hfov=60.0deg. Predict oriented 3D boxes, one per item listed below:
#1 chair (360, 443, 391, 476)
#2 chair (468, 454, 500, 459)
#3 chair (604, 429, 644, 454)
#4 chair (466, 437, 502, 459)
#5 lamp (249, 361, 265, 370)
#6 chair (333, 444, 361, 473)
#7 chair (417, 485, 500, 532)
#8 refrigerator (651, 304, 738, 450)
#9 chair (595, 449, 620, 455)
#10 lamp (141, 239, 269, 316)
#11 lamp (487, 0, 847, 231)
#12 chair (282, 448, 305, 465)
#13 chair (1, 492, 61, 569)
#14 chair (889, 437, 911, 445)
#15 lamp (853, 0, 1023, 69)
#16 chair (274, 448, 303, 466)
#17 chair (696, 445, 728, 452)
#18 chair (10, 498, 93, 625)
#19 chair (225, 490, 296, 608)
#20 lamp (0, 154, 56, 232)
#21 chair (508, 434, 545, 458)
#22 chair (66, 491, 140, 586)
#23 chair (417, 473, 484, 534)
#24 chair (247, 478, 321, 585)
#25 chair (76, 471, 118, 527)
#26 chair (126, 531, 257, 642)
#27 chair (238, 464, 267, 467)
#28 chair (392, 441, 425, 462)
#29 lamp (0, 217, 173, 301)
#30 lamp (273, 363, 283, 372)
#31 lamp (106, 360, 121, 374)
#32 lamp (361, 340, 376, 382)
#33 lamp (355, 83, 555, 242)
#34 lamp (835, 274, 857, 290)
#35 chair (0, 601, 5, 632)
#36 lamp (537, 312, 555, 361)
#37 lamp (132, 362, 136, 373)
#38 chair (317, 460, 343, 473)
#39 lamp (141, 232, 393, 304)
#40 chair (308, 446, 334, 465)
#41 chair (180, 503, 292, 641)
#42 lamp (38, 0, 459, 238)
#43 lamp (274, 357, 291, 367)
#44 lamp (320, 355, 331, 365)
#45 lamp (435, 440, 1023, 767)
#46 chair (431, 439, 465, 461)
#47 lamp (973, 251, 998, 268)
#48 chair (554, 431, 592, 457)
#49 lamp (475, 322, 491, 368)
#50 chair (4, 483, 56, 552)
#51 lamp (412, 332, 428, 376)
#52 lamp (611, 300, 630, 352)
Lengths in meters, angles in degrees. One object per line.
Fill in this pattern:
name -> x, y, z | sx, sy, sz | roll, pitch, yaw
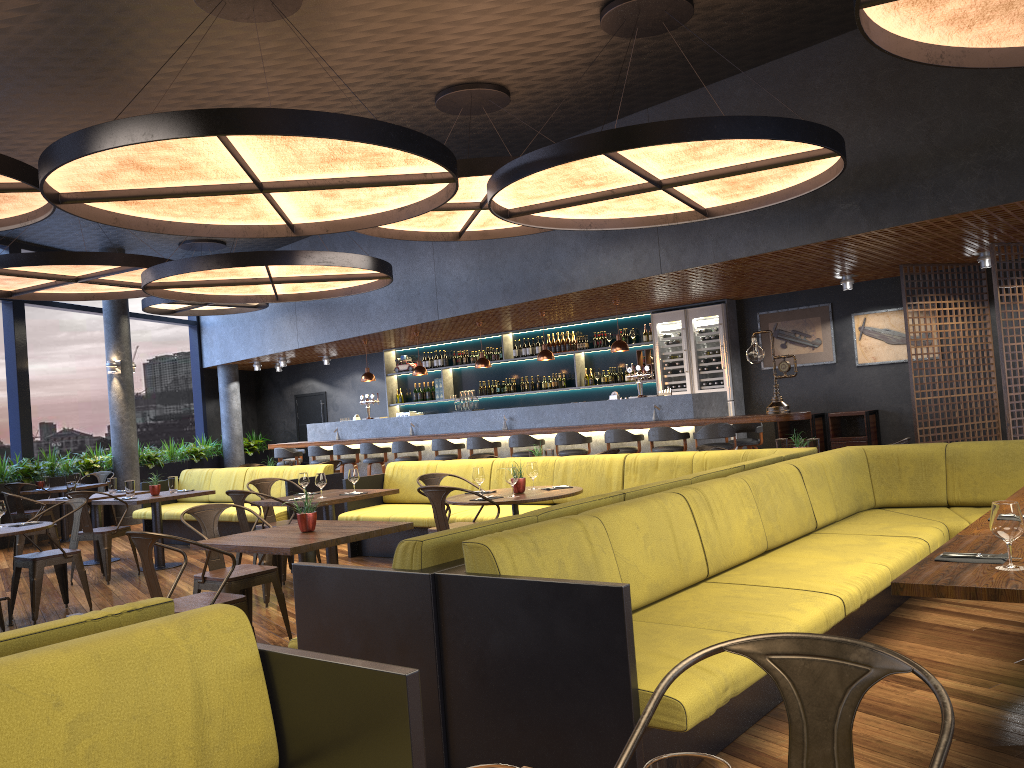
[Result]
chair -> -2.053, 1.404, 13.455 | 0.438, 1.048, 0.483 | -4, -2, -23
chair -> -0.157, 1.206, 9.517 | 0.541, 0.917, 0.504 | -6, -2, 38
chair -> 1.405, 1.058, 10.839 | 0.483, 1.048, 0.438 | -5, -2, 9
chair -> -0.373, 1.235, 12.156 | 0.438, 1.048, 0.483 | -4, -2, -23
lamp -> -5.017, -0.358, 17.474 | 0.228, 0.172, 0.228 | -6, -2, 38
chair -> -2.541, 1.456, 13.937 | 0.483, 1.048, 0.438 | -5, -2, 9
chair -> -0.327, 1.116, 6.014 | 0.504, 0.917, 0.541 | -6, -2, 38
refrigerator -> 2.706, -0.042, 12.947 | 1.159, 2.109, 0.454 | -6, -2, 38
chair -> 0.818, 1.107, 8.748 | 0.541, 0.917, 0.504 | -6, -2, 38
lamp -> -5.073, -1.792, 14.636 | 1.979, 1.093, 1.979 | -4, -2, 2
lamp -> 1.137, -2.258, 7.105 | 2.778, 1.475, 2.778 | -6, -2, 42
chair -> -3.884, 1.613, 15.735 | 0.483, 1.048, 0.438 | -4, -2, -23
chair -> -5.266, 1.609, 9.730 | 0.541, 0.917, 0.504 | -3, -2, -33
chair -> 2.922, 0.895, 7.070 | 0.541, 0.917, 0.504 | -6, -2, 38
lamp -> 2.746, -2.491, 3.436 | 2.778, 1.475, 2.778 | -6, -2, 38
chair -> -3.687, 1.569, 14.768 | 0.483, 1.048, 0.438 | -5, -2, 9
chair -> 1.946, 0.993, 7.840 | 0.541, 0.917, 0.504 | -6, -2, 38
chair -> -3.730, 1.415, 7.204 | 0.504, 0.917, 0.541 | -6, -2, 38
chair -> -1.975, 1.277, 7.117 | 0.504, 0.917, 0.541 | -6, -2, 38
lamp -> -5.045, -1.967, 6.710 | 2.778, 1.159, 2.778 | -5, -2, 15
chair -> 0.227, 1.176, 11.733 | 0.483, 1.048, 0.438 | -4, -2, -2
chair -> -4.060, 1.486, 8.750 | 0.504, 0.917, 0.541 | -5, -2, 15
chair -> -0.424, 1.149, 6.891 | 0.541, 0.917, 0.504 | -6, -2, 38
chair -> -2.098, 1.315, 8.090 | 0.541, 0.917, 0.504 | -6, -2, 38
chair -> -6.265, 1.793, 13.349 | 0.504, 0.917, 0.541 | -5, -2, 3
chair -> -1.665, 1.178, 4.585 | 0.504, 0.917, 0.541 | -6, -2, 38
chair -> -3.381, 1.528, 11.943 | 0.541, 0.917, 0.504 | -6, -2, 38
chair -> -1.509, 1.347, 12.974 | 0.438, 1.048, 0.483 | -3, -2, -32
lamp -> -5.448, -1.808, 11.046 | 2.778, 1.159, 2.778 | -4, -2, -16
lamp -> -4.819, -0.348, 18.327 | 0.228, 0.172, 0.228 | -6, -2, 38
lamp -> -6.441, -0.275, 14.271 | 0.215, 0.215, 0.189 | -4, -2, -1
lamp -> -2.404, -0.382, 14.682 | 0.250, 0.673, 0.250 | -5, -2, 26
lamp -> -0.345, -2.271, 8.793 | 2.778, 1.159, 2.778 | -4, -2, -2
lamp -> 4.176, -1.261, 11.045 | 0.228, 0.172, 0.228 | -6, -2, 38
chair -> -3.942, 1.405, 6.273 | 0.504, 0.917, 0.541 | -4, -2, -13
lamp -> 0.450, -0.670, 12.432 | 0.250, 0.673, 0.250 | -4, -2, -19
lamp -> -6.375, -0.264, 14.831 | 0.215, 0.215, 0.189 | -5, -2, 17
chair -> -2.392, 1.428, 11.163 | 0.541, 0.917, 0.504 | -6, -2, 38
lamp -> -2.827, -1.857, 10.257 | 2.778, 1.475, 2.778 | -5, -2, 3
chair -> -3.016, 1.503, 14.295 | 0.483, 1.048, 0.438 | -5, -2, 9
chair -> -1.742, 1.212, 5.532 | 0.541, 0.917, 0.504 | -6, -2, 38
lamp -> -1.820, -2.052, 6.280 | 2.778, 1.475, 2.778 | -4, -2, -3
lamp -> -4.375, -0.423, 16.946 | 0.228, 0.172, 0.228 | -6, -2, 38
lamp -> -3.636, -0.468, 17.395 | 0.228, 0.172, 0.228 | -6, -2, 38
lamp -> 3.649, -0.096, 5.889 | 3.017, 2.714, 9.057 | -6, -2, 38
chair -> -0.874, 1.288, 12.621 | 0.483, 1.048, 0.438 | -5, -2, 9
lamp -> 5.270, -1.381, 9.866 | 0.228, 0.172, 0.228 | -6, -2, 38
chair -> 0.793, 1.120, 11.314 | 0.438, 1.048, 0.483 | -3, -2, -38
lamp -> -0.454, -0.578, 13.144 | 0.250, 0.673, 0.250 | -4, -2, -19
chair -> -6.549, 1.777, 12.050 | 0.504, 0.917, 0.541 | -5, -2, 13
lamp -> -1.470, -0.476, 13.946 | 0.250, 0.673, 0.250 | -4, -2, -19
lamp -> 1.396, -0.765, 11.687 | 0.250, 0.673, 0.250 | -4, -2, -19
